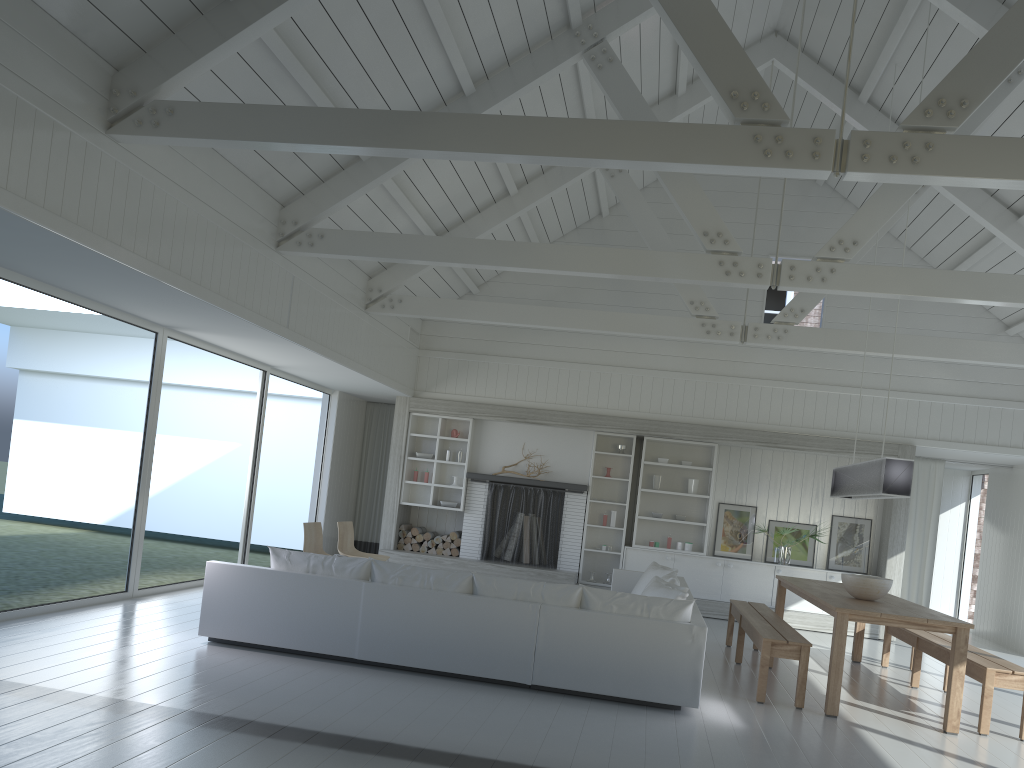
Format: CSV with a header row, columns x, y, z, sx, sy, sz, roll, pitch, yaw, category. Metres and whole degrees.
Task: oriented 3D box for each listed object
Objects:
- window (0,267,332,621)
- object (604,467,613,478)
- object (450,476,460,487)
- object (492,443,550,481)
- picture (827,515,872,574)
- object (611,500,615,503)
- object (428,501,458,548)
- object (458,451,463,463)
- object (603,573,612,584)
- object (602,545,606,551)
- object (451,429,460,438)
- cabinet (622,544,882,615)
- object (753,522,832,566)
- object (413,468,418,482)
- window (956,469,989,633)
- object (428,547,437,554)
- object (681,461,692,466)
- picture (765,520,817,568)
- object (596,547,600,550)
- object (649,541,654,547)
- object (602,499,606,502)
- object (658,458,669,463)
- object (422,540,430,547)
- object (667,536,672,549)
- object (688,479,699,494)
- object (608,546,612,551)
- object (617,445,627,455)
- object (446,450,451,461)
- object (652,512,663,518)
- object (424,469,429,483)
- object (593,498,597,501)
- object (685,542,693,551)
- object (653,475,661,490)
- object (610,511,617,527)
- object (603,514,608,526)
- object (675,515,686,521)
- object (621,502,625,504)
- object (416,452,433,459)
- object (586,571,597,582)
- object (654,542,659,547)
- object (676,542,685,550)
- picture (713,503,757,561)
x,y,z,sx,sy,sz,roll,pitch,yaw,category
-3.259,0.693,7.810,0.080,2.412,8.774,6,-6,10,window
1.274,1.173,11.655,0.138,0.130,0.136,10,-5,-38,object
-0.761,1.310,11.869,0.137,0.130,0.137,7,-4,-3,object
0.204,1.010,11.587,0.786,0.501,0.457,8,-4,-21,object
4.311,2.049,11.252,0.494,0.702,0.065,6,-1,9,picture
1.343,1.557,11.673,0.054,0.025,0.055,5,-6,9,object
-0.956,1.919,12.047,0.341,0.642,0.614,7,-4,-5,object
-0.695,0.963,11.871,0.054,0.196,0.054,6,-1,10,object
1.273,2.562,11.614,0.138,0.130,0.136,10,-5,-38,object
1.218,2.160,11.640,0.054,0.071,0.054,6,-3,9,object
-0.766,0.670,11.882,0.059,0.126,0.231,8,-5,-36,object
3.036,2.561,11.453,3.175,0.550,0.657,5,-4,9,cabinet
3.516,1.976,11.089,0.970,0.628,0.625,6,-4,7,object
-1.303,1.227,11.959,0.054,0.196,0.054,6,-1,10,object
6.929,2.490,13.200,0.037,2.424,0.950,6,-2,10,window
-1.032,2.294,12.100,0.134,0.146,0.552,6,-6,9,object
2.304,1.059,11.637,0.141,0.066,0.142,5,-6,9,object
3.600,2.060,11.374,0.608,0.552,0.054,6,-1,9,picture
1.139,2.177,11.652,0.054,0.025,0.055,5,-6,9,object
1.823,2.087,11.528,0.054,0.071,0.054,7,-3,-12,object
1.219,1.539,11.638,0.054,0.025,0.055,5,-6,9,object
1.979,1.011,11.545,0.141,0.066,0.142,5,-6,9,object
-1.138,2.177,12.091,0.080,0.079,0.481,6,-7,8,object
2.055,2.049,11.509,0.054,0.196,0.054,6,-1,9,object
2.357,1.338,11.476,0.103,0.196,0.102,8,-2,-36,object
1.290,2.172,11.626,0.058,0.061,0.058,6,-4,9,object
1.441,0.867,11.610,0.161,0.124,0.163,2,-6,42,object
-0.857,0.948,11.898,0.054,0.196,0.054,6,-1,10,object
1.899,1.720,11.537,0.141,0.066,0.142,5,-6,9,object
-1.154,1.241,11.936,0.054,0.196,0.054,6,-1,10,object
1.094,1.521,11.603,0.054,0.025,0.055,5,-6,9,object
2.291,2.110,11.439,0.085,0.111,0.086,3,-4,44,object
1.897,1.295,11.550,0.102,0.196,0.103,6,-2,9,object
1.337,1.779,11.628,0.072,0.211,0.071,6,-1,9,object
1.232,1.777,11.647,0.054,0.196,0.054,6,-1,9,object
2.224,1.767,11.628,0.141,0.066,0.142,5,-6,9,object
1.468,1.576,11.708,0.054,0.025,0.055,5,-6,9,object
-1.191,0.981,11.965,0.242,0.072,0.243,7,-6,-6,object
1.058,2.543,11.648,0.138,0.130,0.136,10,-5,-38,object
1.895,2.102,11.543,0.058,0.061,0.057,7,-4,-13,object
2.208,2.119,11.521,0.091,0.095,0.091,3,-5,43,object
2.906,1.920,11.477,0.494,0.702,0.065,6,-1,9,picture
